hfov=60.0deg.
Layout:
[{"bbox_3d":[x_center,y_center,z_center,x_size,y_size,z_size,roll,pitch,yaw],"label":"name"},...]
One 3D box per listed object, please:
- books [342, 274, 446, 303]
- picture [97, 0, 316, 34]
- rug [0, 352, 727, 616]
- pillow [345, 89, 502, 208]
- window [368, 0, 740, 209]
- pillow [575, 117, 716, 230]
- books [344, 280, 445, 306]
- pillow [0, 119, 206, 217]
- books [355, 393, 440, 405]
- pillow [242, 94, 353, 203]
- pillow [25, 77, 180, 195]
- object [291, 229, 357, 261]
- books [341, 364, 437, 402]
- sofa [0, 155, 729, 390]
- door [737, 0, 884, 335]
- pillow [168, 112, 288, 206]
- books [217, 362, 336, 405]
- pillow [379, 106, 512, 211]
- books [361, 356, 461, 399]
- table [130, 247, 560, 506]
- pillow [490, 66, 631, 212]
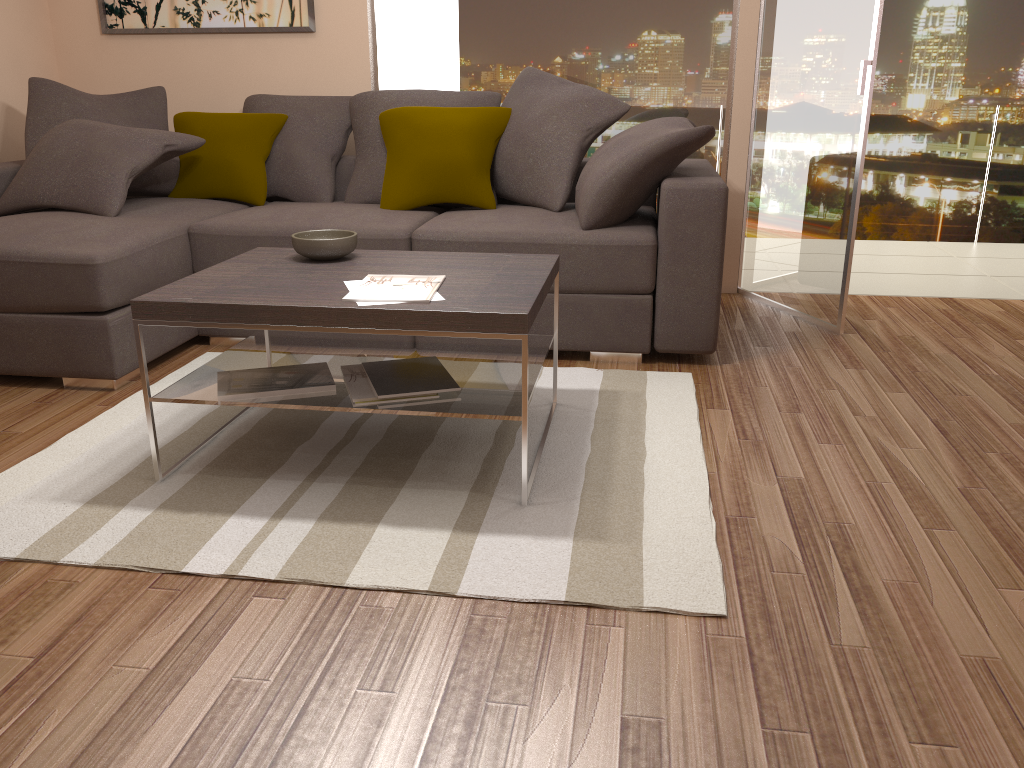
[{"bbox_3d":[-0.334,-0.279,2.577,0.241,0.010,0.332,1,19,3],"label":"books"},{"bbox_3d":[-1.712,-2.369,4.848,1.260,0.835,0.032,3,19,8],"label":"picture"},{"bbox_3d":[-0.437,0.188,2.948,2.122,0.024,1.791,3,19,8],"label":"rug"},{"bbox_3d":[-0.454,-1.194,4.527,0.783,0.590,0.459,1,19,3],"label":"pillow"},{"bbox_3d":[0.198,-1.723,4.832,1.983,2.419,0.020,3,19,8],"label":"window"},{"bbox_3d":[0.561,-0.933,3.926,0.560,0.470,0.749,1,19,4],"label":"pillow"},{"bbox_3d":[-0.345,-0.268,2.565,0.241,0.008,0.332,-6,19,-16],"label":"books"},{"bbox_3d":[-1.940,-1.012,4.132,0.792,0.415,0.645,4,19,13],"label":"pillow"},{"bbox_3d":[-0.371,0.000,2.677,0.241,0.013,0.332,-6,19,-16],"label":"books"},{"bbox_3d":[-1.178,-1.249,4.752,0.787,0.576,0.431,8,20,22],"label":"pillow"},{"bbox_3d":[-2.077,-1.247,4.483,0.806,0.578,0.483,-13,23,-35],"label":"pillow"},{"bbox_3d":[-0.637,-0.470,3.027,0.219,0.081,0.219,4,19,13],"label":"object"},{"bbox_3d":[-0.380,-0.014,2.684,0.241,0.008,0.332,-5,19,-15],"label":"books"},{"bbox_3d":[-0.864,-0.592,4.110,3.565,0.776,1.906,3,19,8],"label":"sofa"},{"bbox_3d":[1.400,-1.524,4.237,0.060,2.419,0.967,-5,19,-15],"label":"door"},{"bbox_3d":[-1.501,-1.153,4.591,0.631,0.486,0.335,4,19,11],"label":"pillow"},{"bbox_3d":[-0.714,-0.006,2.677,0.332,0.026,0.241,-6,19,-17],"label":"books"},{"bbox_3d":[-0.312,-1.075,4.264,0.658,0.492,0.382,-1,19,-2],"label":"pillow"},{"bbox_3d":[-0.312,-0.025,2.689,0.241,0.008,0.332,-6,19,-16],"label":"books"},{"bbox_3d":[-0.445,-0.078,2.864,1.110,0.558,0.856,3,19,8],"label":"table"},{"bbox_3d":[0.149,-1.193,4.254,0.399,0.635,0.811,-12,22,-32],"label":"pillow"}]
